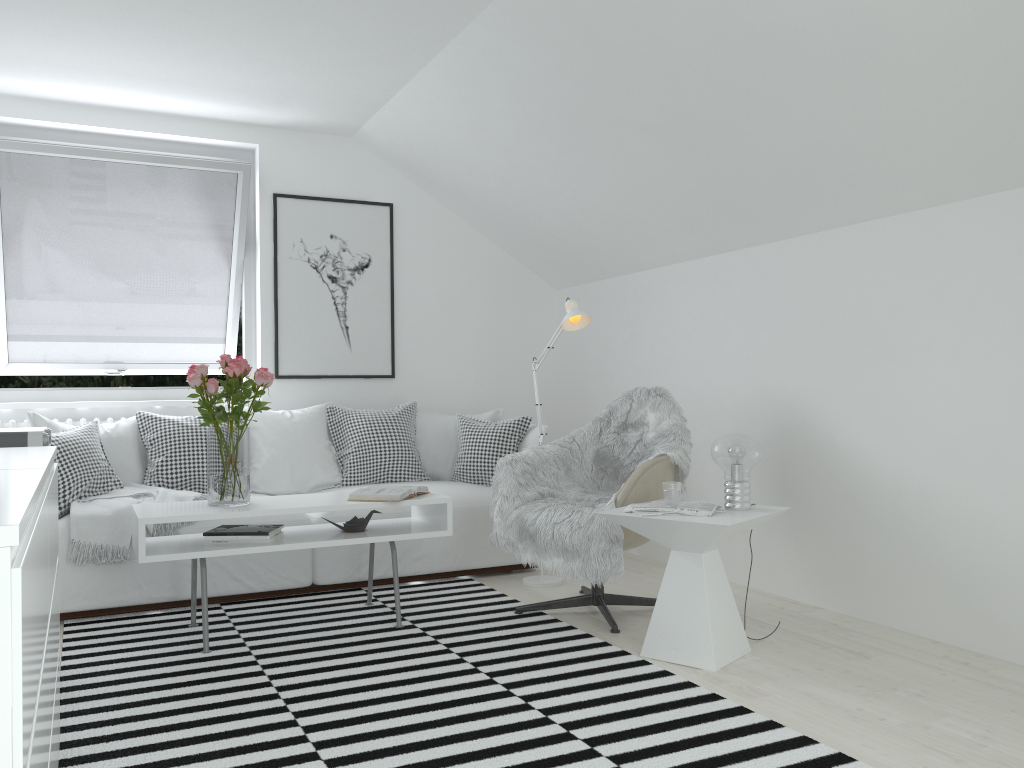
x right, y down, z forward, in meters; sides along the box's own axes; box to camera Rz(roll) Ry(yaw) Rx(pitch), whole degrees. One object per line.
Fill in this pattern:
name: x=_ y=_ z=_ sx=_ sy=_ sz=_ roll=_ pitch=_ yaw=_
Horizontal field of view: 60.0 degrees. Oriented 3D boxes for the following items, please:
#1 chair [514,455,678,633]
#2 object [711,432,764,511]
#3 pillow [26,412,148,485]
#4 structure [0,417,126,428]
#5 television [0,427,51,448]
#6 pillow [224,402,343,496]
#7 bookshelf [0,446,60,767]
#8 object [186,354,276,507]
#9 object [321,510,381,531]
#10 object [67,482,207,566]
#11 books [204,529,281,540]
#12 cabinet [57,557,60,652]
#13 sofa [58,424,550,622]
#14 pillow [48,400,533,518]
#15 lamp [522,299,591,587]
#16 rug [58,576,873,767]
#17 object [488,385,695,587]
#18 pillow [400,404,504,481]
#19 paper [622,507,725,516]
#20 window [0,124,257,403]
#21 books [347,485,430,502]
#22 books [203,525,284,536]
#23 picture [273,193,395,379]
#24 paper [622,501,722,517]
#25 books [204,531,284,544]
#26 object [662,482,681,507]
chair: x=0.402 y=0.508 z=3.876 sx=0.719 sy=0.941 sz=0.776 roll=-1 pitch=-1 yaw=39
object: x=0.811 y=0.311 z=3.194 sx=0.185 sy=0.279 sz=0.185 roll=0 pitch=0 yaw=-32
pillow: x=-2.060 y=0.372 z=4.318 sx=0.321 sy=0.491 sz=0.617 roll=-1 pitch=-1 yaw=38
structure: x=-1.870 y=0.502 z=4.813 sx=1.655 sy=0.660 sz=0.206 roll=0 pitch=0 yaw=-26
television: x=-1.601 y=0.330 z=2.785 sx=0.273 sy=0.374 sz=0.414 roll=0 pitch=0 yaw=-26
pillow: x=-1.197 y=0.354 z=4.709 sx=0.599 sy=0.505 sz=0.391 roll=0 pitch=0 yaw=-26
bookshelf: x=-1.062 y=-0.229 z=1.548 sx=0.440 sy=2.416 sz=1.595 roll=0 pitch=0 yaw=-26
object: x=-1.114 y=0.180 z=3.517 sx=0.350 sy=0.599 sz=0.327 roll=-1 pitch=0 yaw=-6
object: x=-0.668 y=0.570 z=3.704 sx=0.194 sy=0.088 sz=0.186 roll=0 pitch=-1 yaw=-37
object: x=-1.700 y=0.607 z=4.139 sx=0.670 sy=0.291 sz=0.831 roll=0 pitch=0 yaw=-27
books: x=-1.066 y=0.595 z=3.524 sx=0.254 sy=0.014 sz=0.191 roll=-1 pitch=0 yaw=-1
cabinet: x=-1.626 y=0.756 z=2.762 sx=0.350 sy=0.477 sz=0.467 roll=0 pitch=0 yaw=-32
sofa: x=-1.121 y=0.617 z=4.544 sx=2.647 sy=0.768 sz=0.917 roll=0 pitch=0 yaw=-26
pillow: x=-1.141 y=0.355 z=4.581 sx=2.488 sy=0.513 sz=0.676 roll=0 pitch=0 yaw=-24
lamp: x=0.202 y=0.297 z=4.242 sx=0.196 sy=1.373 sz=0.527 roll=-1 pitch=0 yaw=-21
rug: x=-0.463 y=0.982 z=2.916 sx=1.846 sy=0.004 sz=4.362 roll=0 pitch=0 yaw=-26
object: x=0.394 y=0.402 z=3.874 sx=0.784 sy=0.789 sz=0.954 roll=-1 pitch=-1 yaw=45
pillow: x=-0.352 y=0.361 z=5.104 sx=0.623 sy=0.498 sz=0.333 roll=-1 pitch=0 yaw=7
paper: x=0.573 y=0.446 z=3.165 sx=0.312 sy=0.015 sz=0.205 roll=-1 pitch=0 yaw=-11
window: x=-5.191 y=-0.471 z=5.625 sx=12.055 sy=8.137 sz=4.514 roll=0 pitch=0 yaw=-26
books: x=-0.514 y=0.455 z=3.733 sx=0.231 sy=0.040 sz=0.342 roll=-1 pitch=0 yaw=16
books: x=-1.064 y=0.582 z=3.531 sx=0.257 sy=0.012 sz=0.207 roll=-1 pitch=0 yaw=2
picture: x=-1.049 y=-0.568 z=5.274 sx=0.720 sy=1.072 sz=0.015 roll=0 pitch=0 yaw=-26
paper: x=0.573 y=0.442 z=3.165 sx=0.312 sy=0.024 sz=0.205 roll=-1 pitch=0 yaw=24
books: x=-1.062 y=0.609 z=3.523 sx=0.259 sy=0.014 sz=0.191 roll=-1 pitch=0 yaw=1
object: x=0.571 y=0.395 z=3.164 sx=0.067 sy=0.087 sz=0.067 roll=0 pitch=0 yaw=-29
